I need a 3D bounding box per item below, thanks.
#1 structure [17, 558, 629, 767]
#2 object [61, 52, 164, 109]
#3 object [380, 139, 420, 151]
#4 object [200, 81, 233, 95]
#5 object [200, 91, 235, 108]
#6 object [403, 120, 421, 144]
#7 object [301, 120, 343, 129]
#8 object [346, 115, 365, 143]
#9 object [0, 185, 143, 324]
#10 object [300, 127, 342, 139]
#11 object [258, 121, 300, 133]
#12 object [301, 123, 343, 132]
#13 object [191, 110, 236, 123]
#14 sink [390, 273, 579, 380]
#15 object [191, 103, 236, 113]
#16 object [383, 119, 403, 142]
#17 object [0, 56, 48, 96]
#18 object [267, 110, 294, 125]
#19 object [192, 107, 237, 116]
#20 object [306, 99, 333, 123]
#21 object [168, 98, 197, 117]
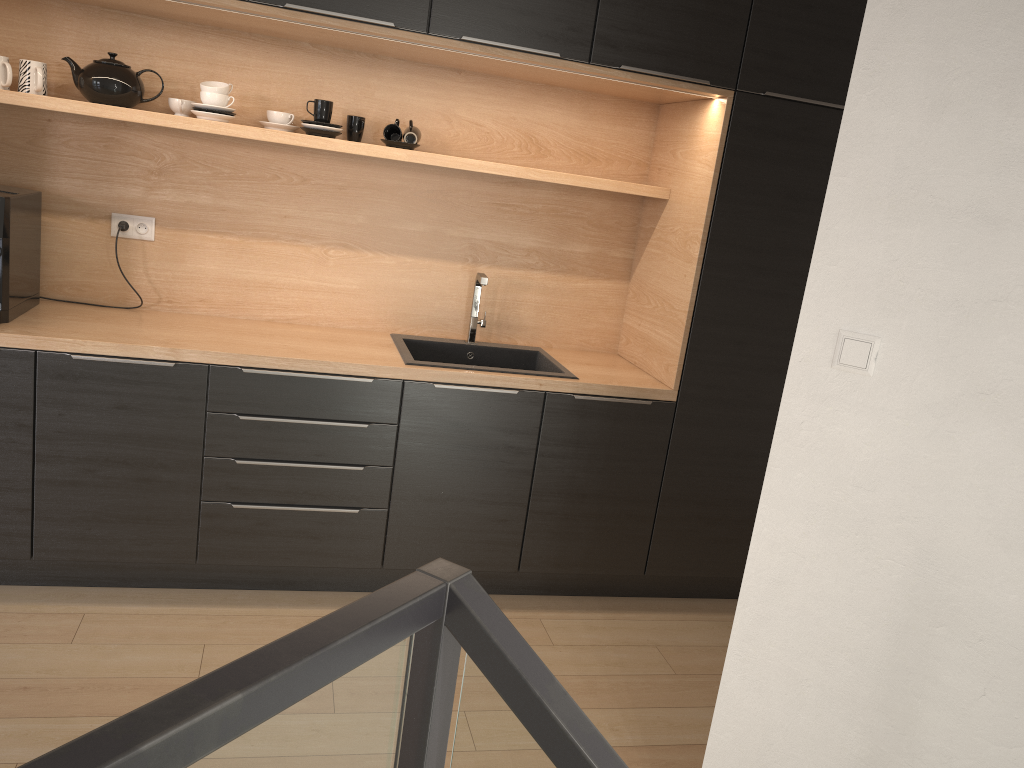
[{"bbox_3d":[0.133,2.786,0.041,2.823,4.339,4.190,16,15,29],"label":"structure"},{"bbox_3d":[-1.326,-1.012,2.950,0.240,0.171,0.213,13,14,21],"label":"object"},{"bbox_3d":[-0.407,-0.868,3.224,0.145,0.025,0.145,5,13,-12],"label":"object"},{"bbox_3d":[-1.005,-0.987,2.998,0.095,0.075,0.098,7,13,-4],"label":"object"},{"bbox_3d":[-1.008,-0.955,3.009,0.099,0.057,0.095,-4,17,-42],"label":"object"},{"bbox_3d":[-0.363,-0.911,3.219,0.066,0.093,0.100,7,13,-5],"label":"object"},{"bbox_3d":[-0.671,-0.907,3.122,0.145,0.025,0.145,8,13,-2],"label":"object"},{"bbox_3d":[-0.572,-0.927,3.228,0.066,0.092,0.084,6,13,-9],"label":"object"},{"bbox_3d":[-1.563,-0.417,2.890,0.618,0.398,0.584,5,13,-15],"label":"object"},{"bbox_3d":[-0.674,-0.884,3.127,0.145,0.025,0.145,8,13,-2],"label":"object"},{"bbox_3d":[-0.832,-0.917,3.171,0.145,0.025,0.145,8,13,-2],"label":"object"},{"bbox_3d":[-0.669,-0.895,3.124,0.145,0.025,0.145,8,13,-2],"label":"object"},{"bbox_3d":[-1.017,-0.907,3.016,0.145,0.025,0.145,1,15,-28],"label":"object"},{"bbox_3d":[-0.115,-0.136,3.318,0.626,0.518,0.512,5,13,-15],"label":"sink"},{"bbox_3d":[-1.013,-0.931,3.011,0.145,0.025,0.145,1,15,-28],"label":"object"},{"bbox_3d":[-0.426,-0.913,3.211,0.066,0.093,0.100,8,13,-1],"label":"object"},{"bbox_3d":[-1.663,-1.006,2.864,0.297,0.105,0.112,5,13,-13],"label":"object"},{"bbox_3d":[-0.829,-0.941,3.167,0.095,0.057,0.099,4,14,-17],"label":"object"},{"bbox_3d":[-1.013,-0.918,3.016,0.145,0.025,0.145,1,15,-28],"label":"object"},{"bbox_3d":[-0.672,-0.948,3.110,0.084,0.092,0.066,-5,18,-45],"label":"object"},{"bbox_3d":[-1.141,-0.954,3.072,0.099,0.057,0.095,16,15,31],"label":"object"}]
